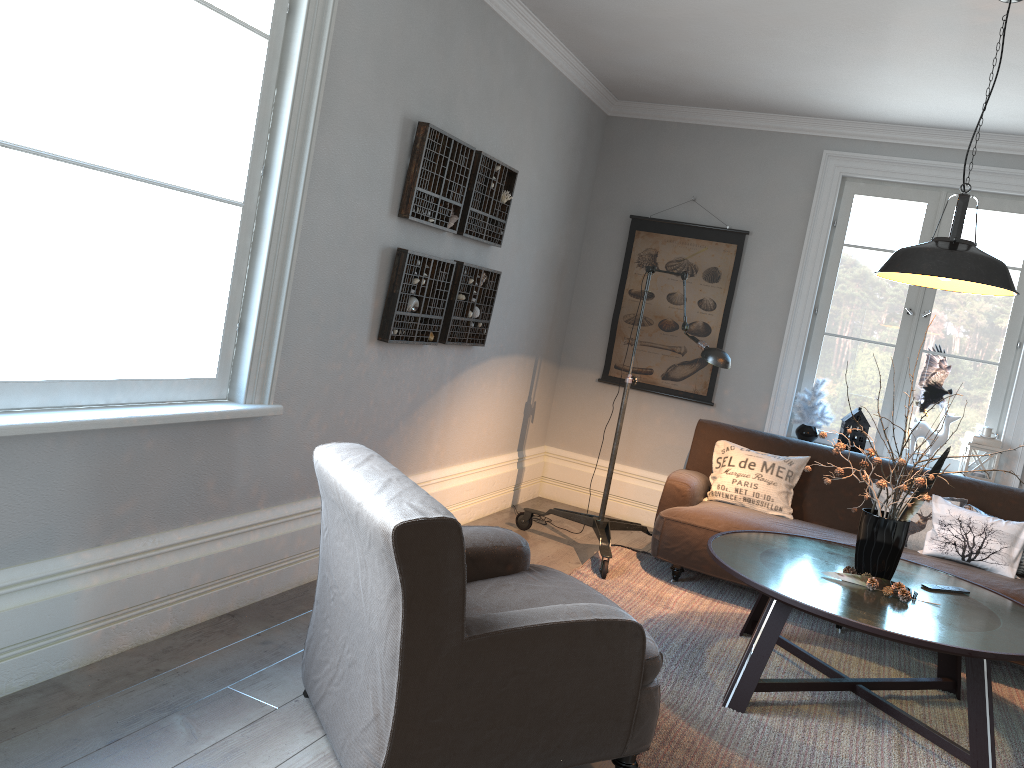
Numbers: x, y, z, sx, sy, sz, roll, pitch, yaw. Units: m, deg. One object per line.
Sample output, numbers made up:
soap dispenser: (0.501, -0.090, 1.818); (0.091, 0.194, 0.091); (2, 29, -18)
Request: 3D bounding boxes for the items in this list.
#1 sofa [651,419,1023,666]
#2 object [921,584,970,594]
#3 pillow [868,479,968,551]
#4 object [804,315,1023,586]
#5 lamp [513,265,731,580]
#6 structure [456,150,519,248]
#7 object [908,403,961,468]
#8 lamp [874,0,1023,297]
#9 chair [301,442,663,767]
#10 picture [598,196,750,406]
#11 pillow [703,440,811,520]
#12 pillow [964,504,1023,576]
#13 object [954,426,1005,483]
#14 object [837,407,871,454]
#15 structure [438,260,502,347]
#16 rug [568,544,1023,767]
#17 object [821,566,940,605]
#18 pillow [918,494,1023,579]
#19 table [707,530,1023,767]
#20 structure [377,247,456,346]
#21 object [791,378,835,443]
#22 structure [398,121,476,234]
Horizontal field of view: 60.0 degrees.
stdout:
sofa: (1.876, 0.830, 4.585); (2.166, 0.824, 0.969); (13, 6, 22)
object: (1.738, 0.819, 3.552); (0.207, 0.011, 0.051); (9, 6, -18)
pillow: (2.057, 0.706, 4.582); (0.473, 0.347, 0.159); (12, 5, 20)
object: (1.578, 0.276, 3.301); (0.853, 1.065, 0.526); (10, 5, -7)
lamp: (0.614, 0.133, 5.141); (0.797, 1.643, 1.865); (8, 6, -30)
structure: (-0.114, -0.927, 4.504); (0.105, 0.415, 0.468); (13, 6, 22)
object: (2.429, 0.302, 5.119); (0.239, 0.409, 0.128); (12, 5, 18)
lamp: (1.727, -0.901, 3.295); (0.504, 1.075, 0.504); (9, 5, -20)
chair: (-0.078, 0.672, 2.588); (0.969, 0.795, 0.808); (8, 6, -27)
picture: (1.063, -0.578, 5.816); (0.793, 1.312, 0.057); (13, 5, 22)
pillow: (1.345, 0.528, 4.920); (0.519, 0.368, 0.240); (13, 6, 22)
pillow: (2.517, 0.809, 4.431); (0.542, 0.288, 0.183); (13, 6, 23)
object: (2.685, 0.399, 5.077); (0.193, 0.321, 0.193); (12, 5, 16)
object: (2.067, 0.277, 5.357); (0.155, 0.284, 0.155); (12, 5, 12)
structure: (-0.212, -0.404, 4.572); (0.086, 0.415, 0.468); (13, 6, 22)
rug: (1.370, 1.214, 3.507); (2.820, 0.090, 2.400); (13, 6, 22)
object: (1.395, 0.752, 3.354); (0.404, 0.067, 0.153); (15, 7, 39)
pillow: (2.295, 0.757, 4.402); (0.471, 0.309, 0.188); (13, 6, 23)
table: (1.366, 1.018, 3.468); (1.300, 0.503, 1.300); (12, 5, 15)
structure: (-0.425, -0.388, 4.066); (0.086, 0.415, 0.468); (13, 6, 22)
object: (1.830, 0.152, 5.445); (0.247, 0.423, 0.263); (7, 6, -32)
structure: (-0.342, -0.922, 4.018); (0.099, 0.415, 0.468); (13, 6, 22)
